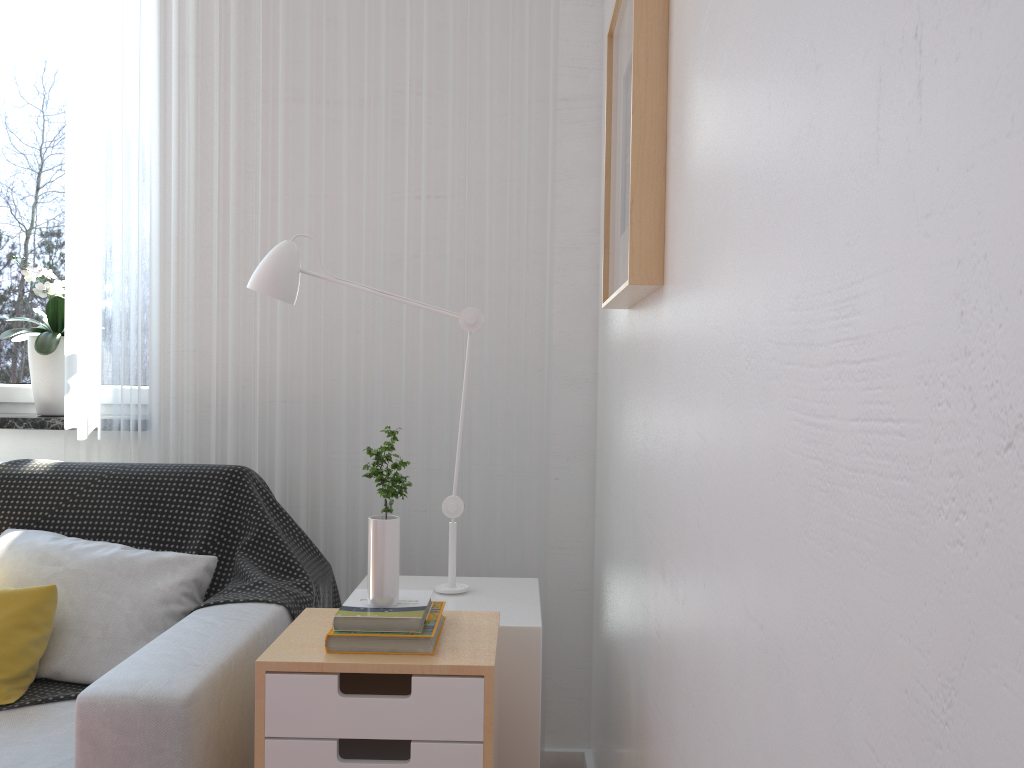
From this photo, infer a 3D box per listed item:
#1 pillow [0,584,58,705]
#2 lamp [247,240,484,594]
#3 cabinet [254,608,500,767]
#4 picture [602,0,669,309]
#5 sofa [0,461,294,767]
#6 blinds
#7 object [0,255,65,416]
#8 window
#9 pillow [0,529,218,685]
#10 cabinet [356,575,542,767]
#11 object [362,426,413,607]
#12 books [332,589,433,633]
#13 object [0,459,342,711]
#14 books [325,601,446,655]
[{"bbox_3d":[-1.059,0.472,1.687,0.401,0.194,0.211,1,1,18],"label":"pillow"},{"bbox_3d":[-2.138,0.347,0.910,4.592,1.347,0.332,1,1,-30],"label":"lamp"},{"bbox_3d":[-0.203,0.726,1.446,0.349,0.643,0.301,1,1,1],"label":"cabinet"},{"bbox_3d":[0.198,-0.404,1.473,0.050,0.524,0.431,1,1,1],"label":"picture"},{"bbox_3d":[-1.684,0.601,1.770,2.462,0.843,1.003,1,1,1],"label":"sofa"},{"bbox_3d":[-0.531,-0.412,2.309,1.292,2.888,0.055,1,1,1],"label":"blinds"},{"bbox_3d":[-1.294,-0.133,2.537,0.286,0.444,0.340,1,1,-11],"label":"object"},{"bbox_3d":[-2.477,-0.686,2.607,3.020,1.511,0.151,1,1,1],"label":"window"},{"bbox_3d":[-0.909,0.457,1.836,0.532,0.259,0.301,1,1,14],"label":"pillow"},{"bbox_3d":[-0.146,0.747,1.861,0.400,0.600,0.400,1,1,1],"label":"cabinet"},{"bbox_3d":[-0.202,0.209,1.416,0.081,0.287,0.085,1,1,7],"label":"object"},{"bbox_3d":[-0.204,0.365,1.434,0.136,0.024,0.175,1,0,1],"label":"books"},{"bbox_3d":[-0.807,0.511,1.987,0.978,0.648,0.676,1,1,-29],"label":"object"},{"bbox_3d":[-0.198,0.391,1.437,0.164,0.028,0.210,1,0,1],"label":"books"}]
